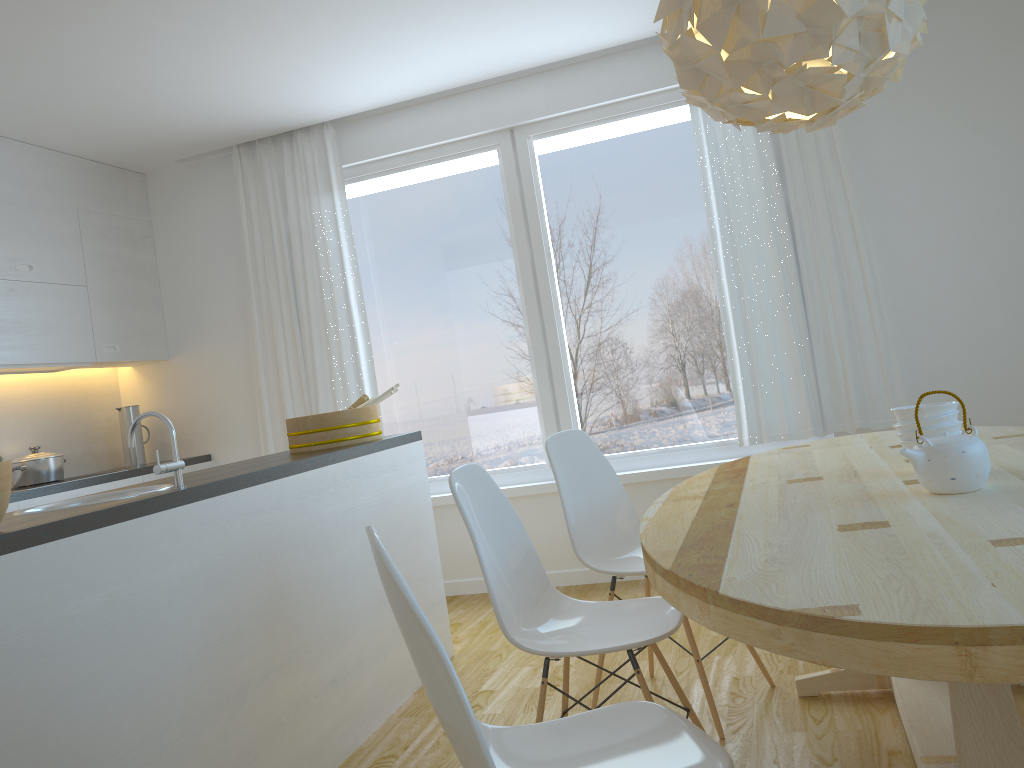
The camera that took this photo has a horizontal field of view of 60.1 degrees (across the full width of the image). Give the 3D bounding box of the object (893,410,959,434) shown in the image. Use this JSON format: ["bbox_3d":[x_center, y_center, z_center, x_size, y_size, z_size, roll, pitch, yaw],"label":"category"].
[{"bbox_3d":[1.002,0.120,2.132,0.150,0.096,0.152,-10,-1,33],"label":"object"}]

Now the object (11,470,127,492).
[{"bbox_3d":[-2.368,0.510,4.404,0.560,0.013,0.654,-9,0,17],"label":"object"}]

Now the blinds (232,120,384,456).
[{"bbox_3d":[-1.204,-0.422,5.015,0.792,2.167,0.150,-10,-4,16],"label":"blinds"}]

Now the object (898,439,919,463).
[{"bbox_3d":[1.014,0.166,2.125,0.152,0.083,0.151,-8,-1,-34],"label":"object"}]

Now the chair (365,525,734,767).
[{"bbox_3d":[0.096,0.631,1.410,0.524,0.905,0.427,-8,-3,-13],"label":"chair"}]

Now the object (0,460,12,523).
[{"bbox_3d":[-1.154,0.248,1.850,0.205,0.142,0.204,-8,-1,-22],"label":"object"}]

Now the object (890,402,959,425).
[{"bbox_3d":[1.001,0.091,2.134,0.151,0.087,0.152,-10,-1,45],"label":"object"}]

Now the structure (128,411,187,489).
[{"bbox_3d":[-0.968,0.181,2.350,0.162,0.216,0.097,-10,-3,17],"label":"structure"}]

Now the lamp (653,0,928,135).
[{"bbox_3d":[0.638,-1.166,2.174,0.645,1.139,0.639,-10,-3,16],"label":"lamp"}]

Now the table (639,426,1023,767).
[{"bbox_3d":[0.962,0.584,2.038,1.190,0.727,2.191,-9,0,15],"label":"table"}]

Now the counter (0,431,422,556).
[{"bbox_3d":[-1.015,0.318,2.718,0.599,0.040,2.402,-9,0,17],"label":"counter"}]

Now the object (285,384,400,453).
[{"bbox_3d":[-0.716,0.143,3.650,0.431,0.215,0.376,-8,-1,-45],"label":"object"}]

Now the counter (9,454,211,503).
[{"bbox_3d":[-2.364,0.527,4.398,0.598,0.040,2.002,-9,0,17],"label":"counter"}]

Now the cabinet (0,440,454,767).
[{"bbox_3d":[-0.942,0.788,2.689,0.599,0.912,2.402,-10,-1,17],"label":"cabinet"}]

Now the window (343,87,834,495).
[{"bbox_3d":[0.156,-0.448,4.811,2.719,1.925,0.088,-9,-3,16],"label":"window"}]

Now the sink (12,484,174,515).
[{"bbox_3d":[-1.129,0.390,2.423,0.406,0.157,0.401,-9,-1,-32],"label":"sink"}]

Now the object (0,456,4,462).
[{"bbox_3d":[-1.146,0.153,1.919,0.077,0.072,0.074,-10,-2,42],"label":"object"}]

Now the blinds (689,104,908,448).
[{"bbox_3d":[1.316,-0.814,4.266,0.792,2.167,0.150,-10,-4,17],"label":"blinds"}]

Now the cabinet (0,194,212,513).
[{"bbox_3d":[-2.527,0.228,3.827,0.479,2.308,3.203,-10,-1,17],"label":"cabinet"}]

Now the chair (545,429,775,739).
[{"bbox_3d":[0.448,0.575,2.861,0.520,0.905,0.431,-11,-3,37],"label":"chair"}]

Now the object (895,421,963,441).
[{"bbox_3d":[1.008,0.143,2.129,0.152,0.093,0.150,-8,-1,-34],"label":"object"}]

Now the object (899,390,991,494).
[{"bbox_3d":[0.896,0.119,1.859,0.177,0.212,0.147,-9,-2,16],"label":"object"}]
